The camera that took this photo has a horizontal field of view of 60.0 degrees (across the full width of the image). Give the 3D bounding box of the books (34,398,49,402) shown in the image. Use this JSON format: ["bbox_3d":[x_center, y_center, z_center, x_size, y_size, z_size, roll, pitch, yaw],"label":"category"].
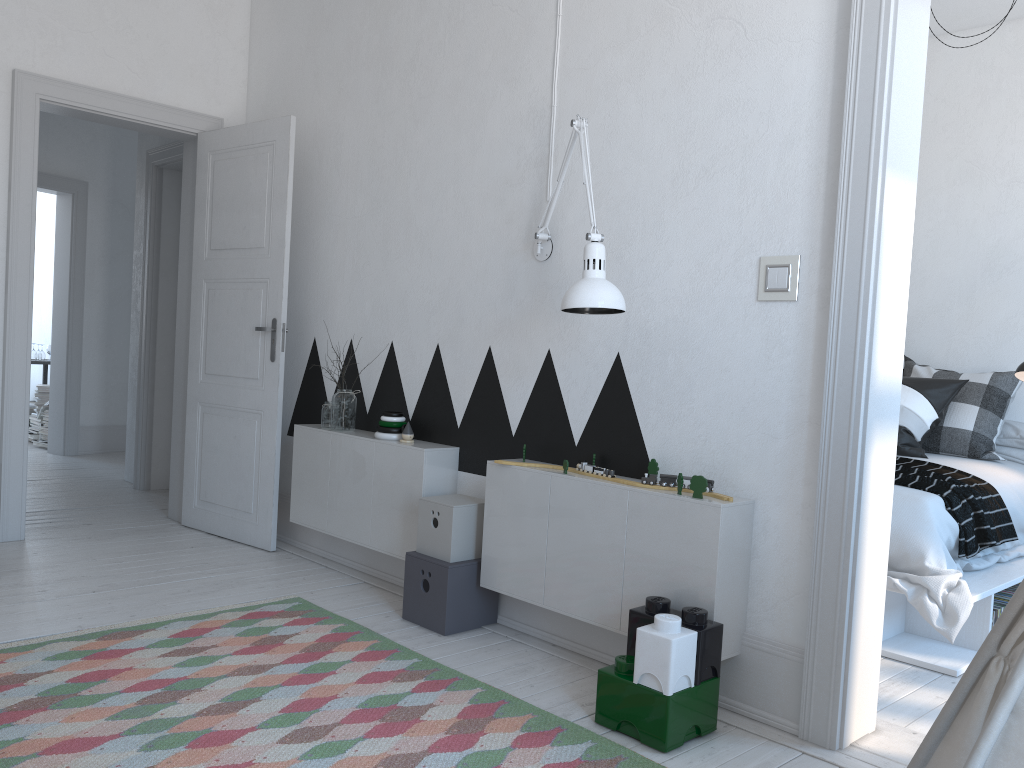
[{"bbox_3d":[-4.062,0.141,7.734,0.167,0.017,0.263,2,2,-34],"label":"books"}]

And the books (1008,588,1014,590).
[{"bbox_3d":[2.099,0.921,3.702,0.010,0.125,0.125,1,3,-44],"label":"books"}]

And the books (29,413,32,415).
[{"bbox_3d":[-4.452,0.266,8.161,0.180,0.042,0.295,1,3,-44],"label":"books"}]

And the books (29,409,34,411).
[{"bbox_3d":[-4.435,0.225,8.126,0.182,0.031,0.288,1,3,-44],"label":"books"}]

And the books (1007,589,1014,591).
[{"bbox_3d":[2.081,0.921,3.686,0.007,0.125,0.125,1,3,-44],"label":"books"}]

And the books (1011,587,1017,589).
[{"bbox_3d":[2.122,0.922,3.725,0.008,0.125,0.125,1,3,-44],"label":"books"}]

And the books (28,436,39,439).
[{"bbox_3d":[-4.103,0.453,7.732,0.232,0.014,0.314,1,3,-45],"label":"books"}]

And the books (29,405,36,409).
[{"bbox_3d":[-4.427,0.209,8.104,0.182,0.031,0.288,1,3,-44],"label":"books"}]

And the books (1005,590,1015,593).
[{"bbox_3d":[2.065,0.921,3.670,0.018,0.125,0.125,1,3,-44],"label":"books"}]

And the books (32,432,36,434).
[{"bbox_3d":[-4.102,0.424,7.744,0.182,0.016,0.288,2,3,-39],"label":"books"}]

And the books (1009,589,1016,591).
[{"bbox_3d":[2.087,0.921,3.691,0.008,0.125,0.125,1,3,-44],"label":"books"}]

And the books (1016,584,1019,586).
[{"bbox_3d":[2.191,0.924,3.792,0.066,0.126,0.125,1,3,-44],"label":"books"}]

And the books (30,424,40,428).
[{"bbox_3d":[-4.086,0.365,7.751,0.159,0.012,0.285,1,3,-44],"label":"books"}]

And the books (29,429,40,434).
[{"bbox_3d":[-4.094,0.409,7.735,0.182,0.016,0.288,1,3,-44],"label":"books"}]

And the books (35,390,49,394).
[{"bbox_3d":[-4.055,0.068,7.732,0.161,0.013,0.254,2,2,-34],"label":"books"}]

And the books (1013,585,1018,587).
[{"bbox_3d":[2.154,0.923,3.756,0.008,0.125,0.125,1,3,-44],"label":"books"}]

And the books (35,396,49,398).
[{"bbox_3d":[-4.054,0.102,7.723,0.161,0.013,0.256,2,2,-24],"label":"books"}]

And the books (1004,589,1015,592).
[{"bbox_3d":[2.075,0.921,3.680,0.009,0.125,0.125,1,3,-44],"label":"books"}]

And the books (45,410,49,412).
[{"bbox_3d":[-3.775,0.233,7.442,0.254,0.012,0.161,5,2,36],"label":"books"}]

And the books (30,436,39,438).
[{"bbox_3d":[-4.100,0.439,7.727,0.308,0.014,0.232,5,3,43],"label":"books"}]

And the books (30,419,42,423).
[{"bbox_3d":[-4.073,0.320,7.738,0.254,0.013,0.161,5,3,41],"label":"books"}]

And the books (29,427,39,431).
[{"bbox_3d":[-4.077,0.393,7.738,0.263,0.017,0.167,5,3,41],"label":"books"}]

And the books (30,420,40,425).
[{"bbox_3d":[-4.076,0.337,7.749,0.174,0.021,0.273,1,3,-44],"label":"books"}]

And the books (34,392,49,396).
[{"bbox_3d":[-4.046,0.086,7.737,0.174,0.021,0.273,3,2,-19],"label":"books"}]

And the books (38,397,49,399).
[{"bbox_3d":[-4.048,0.114,7.746,0.159,0.012,0.285,2,2,-29],"label":"books"}]

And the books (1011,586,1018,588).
[{"bbox_3d":[2.137,0.922,3.740,0.010,0.125,0.125,1,3,-44],"label":"books"}]

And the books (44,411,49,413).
[{"bbox_3d":[-3.786,0.245,7.455,0.285,0.012,0.159,5,2,36],"label":"books"}]

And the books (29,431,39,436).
[{"bbox_3d":[-4.107,0.426,7.722,0.251,0.012,0.311,1,3,-44],"label":"books"}]

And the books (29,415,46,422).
[{"bbox_3d":[-4.080,0.301,7.746,0.176,0.025,0.330,1,3,-44],"label":"books"}]

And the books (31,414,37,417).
[{"bbox_3d":[-4.074,0.281,7.754,0.159,0.012,0.285,1,3,-44],"label":"books"}]

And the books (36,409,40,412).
[{"bbox_3d":[-4.058,0.221,7.745,0.174,0.021,0.273,2,2,-29],"label":"books"}]

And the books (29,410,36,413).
[{"bbox_3d":[-4.470,0.239,8.117,0.175,0.036,0.273,1,3,-44],"label":"books"}]

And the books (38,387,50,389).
[{"bbox_3d":[-4.036,0.031,7.737,0.159,0.012,0.285,2,2,-24],"label":"books"}]

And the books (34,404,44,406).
[{"bbox_3d":[-4.064,0.173,7.759,0.182,0.016,0.288,2,2,-24],"label":"books"}]

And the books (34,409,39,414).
[{"bbox_3d":[-4.061,0.240,7.750,0.182,0.016,0.288,2,2,-34],"label":"books"}]

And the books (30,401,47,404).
[{"bbox_3d":[-4.070,0.157,7.750,0.182,0.016,0.288,4,2,6],"label":"books"}]

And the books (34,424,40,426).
[{"bbox_3d":[-4.064,0.354,7.741,0.161,0.013,0.256,2,3,-39],"label":"books"}]

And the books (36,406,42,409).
[{"bbox_3d":[-4.055,0.197,7.748,0.180,0.028,0.295,2,2,-29],"label":"books"}]

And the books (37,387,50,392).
[{"bbox_3d":[-4.047,0.050,7.741,0.176,0.025,0.330,2,2,-29],"label":"books"}]

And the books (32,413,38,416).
[{"bbox_3d":[-4.066,0.269,7.740,0.161,0.012,0.254,1,3,-44],"label":"books"}]

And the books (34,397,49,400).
[{"bbox_3d":[-4.051,0.127,7.734,0.161,0.012,0.254,2,3,-39],"label":"books"}]

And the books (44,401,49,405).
[{"bbox_3d":[-3.904,0.184,7.566,0.136,0.102,0.187,1,3,-44],"label":"books"}]

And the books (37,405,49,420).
[{"bbox_3d":[-3.953,0.239,7.550,0.129,0.139,0.157,1,3,-44],"label":"books"}]

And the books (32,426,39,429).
[{"bbox_3d":[-4.074,0.378,7.748,0.161,0.012,0.254,1,3,-44],"label":"books"}]

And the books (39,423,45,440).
[{"bbox_3d":[-3.952,0.416,7.543,0.049,0.169,0.123,5,3,41],"label":"books"}]

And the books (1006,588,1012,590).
[{"bbox_3d":[2.092,0.921,3.696,0.008,0.125,0.125,1,3,-44],"label":"books"}]

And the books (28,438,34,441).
[{"bbox_3d":[-4.093,0.489,7.751,0.288,0.016,0.182,5,3,41],"label":"books"}]

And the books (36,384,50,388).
[{"bbox_3d":[-4.048,0.018,7.726,0.161,0.012,0.254,2,2,-24],"label":"books"}]
